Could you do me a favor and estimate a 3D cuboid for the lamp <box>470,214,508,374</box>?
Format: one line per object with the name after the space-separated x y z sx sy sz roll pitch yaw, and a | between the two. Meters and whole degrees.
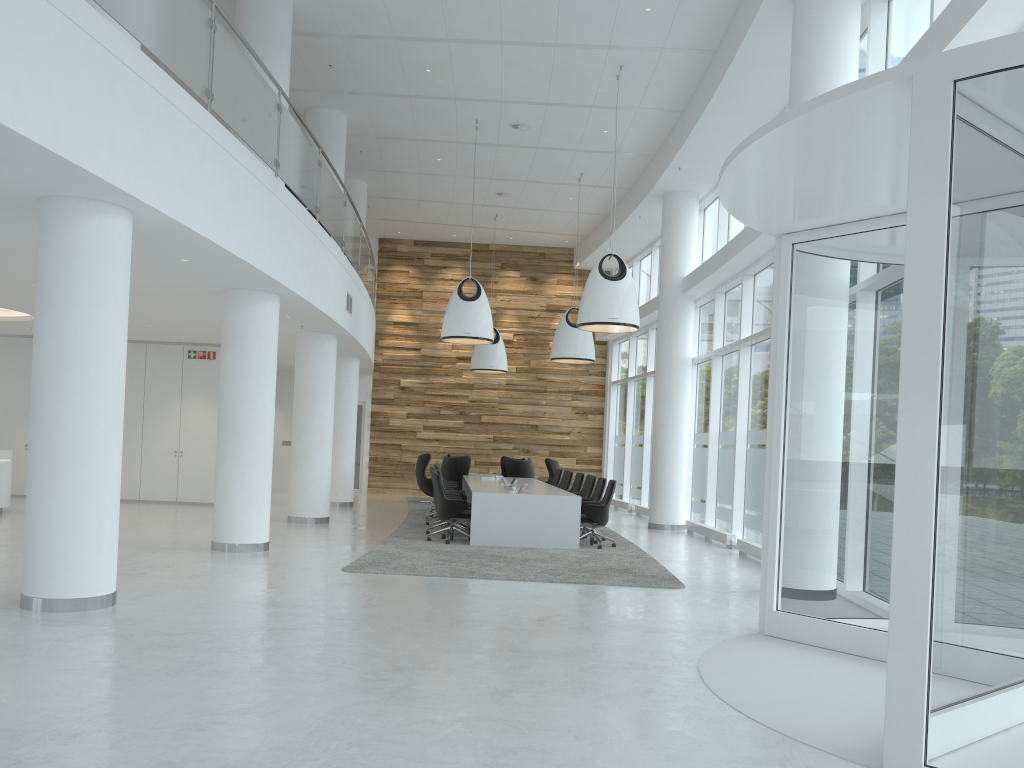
-0.457 -2.095 20.505 0.883 3.645 0.885 2 0 34 | lamp

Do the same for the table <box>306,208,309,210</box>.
-3.186 -2.230 12.621 0.800 0.754 0.800 3 -2 -14 | table

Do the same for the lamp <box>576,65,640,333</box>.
1.422 -2.589 12.391 0.883 3.645 0.885 2 0 42 | lamp

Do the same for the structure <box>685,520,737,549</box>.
3.239 2.456 14.555 0.150 0.213 2.694 3 -4 -2 | structure

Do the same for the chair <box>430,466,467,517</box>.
-1.167 2.008 16.429 0.674 0.966 0.686 3 -1 -4 | chair

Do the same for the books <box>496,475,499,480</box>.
-0.263 1.935 17.677 0.139 0.223 0.162 3 -1 -4 | books

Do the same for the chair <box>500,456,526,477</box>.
-0.087 2.329 21.564 0.913 1.152 0.919 2 -2 16 | chair

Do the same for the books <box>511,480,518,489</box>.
0.003 1.787 15.595 0.158 0.241 0.353 3 -3 -4 | books

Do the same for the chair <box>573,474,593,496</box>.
1.047 2.011 15.088 0.674 0.966 0.686 3 -1 1 | chair

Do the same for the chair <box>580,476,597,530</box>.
1.042 1.957 14.324 0.674 0.966 0.686 3 -1 -4 | chair

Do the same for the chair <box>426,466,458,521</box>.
-1.172 1.954 15.665 0.674 0.966 0.686 3 -1 1 | chair

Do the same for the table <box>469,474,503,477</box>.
-0.613 2.454 20.498 0.798 0.696 0.801 2 -3 20 | table

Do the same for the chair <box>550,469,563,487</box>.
0.714 2.224 18.283 0.674 0.966 0.686 3 -1 -9 | chair

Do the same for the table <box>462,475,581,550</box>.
-0.054 2.101 15.381 1.500 0.738 6.567 3 -4 -4 | table

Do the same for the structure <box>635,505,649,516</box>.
2.951 2.722 18.474 0.150 0.213 2.693 3 -4 -5 | structure

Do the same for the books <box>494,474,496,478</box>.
-0.294 1.950 18.014 0.153 0.241 0.183 3 -2 -4 | books

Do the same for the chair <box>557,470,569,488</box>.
0.813 2.166 17.412 0.674 0.966 0.686 3 -1 -4 | chair

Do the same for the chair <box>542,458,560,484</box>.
0.648 2.295 20.628 0.918 1.152 0.914 3 -2 -14 | chair

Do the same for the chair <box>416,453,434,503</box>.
-1.762 2.174 20.421 0.918 1.152 0.914 3 -2 -14 | chair

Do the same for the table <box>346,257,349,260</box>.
-3.420 -1.974 16.374 0.798 0.754 0.801 1 -3 35 | table

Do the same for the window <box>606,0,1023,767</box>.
-17.239 -1.141 18.604 62.849 6.136 30.902 0 -5 36 | window

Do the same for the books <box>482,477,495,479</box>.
-0.469 1.842 17.389 0.224 0.026 0.264 2 -4 5 | books

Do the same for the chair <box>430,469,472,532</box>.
-0.955 1.856 14.156 0.674 0.966 0.686 3 -1 -4 | chair

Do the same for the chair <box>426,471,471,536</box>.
-0.938 1.799 13.341 0.674 0.966 0.686 3 -1 -4 | chair

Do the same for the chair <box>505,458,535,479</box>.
0.060 2.192 19.538 0.916 1.152 0.916 4 -2 -44 | chair

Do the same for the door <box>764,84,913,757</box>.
3.386 0.344 5.335 2.995 3.108 3.002 2 -2 5 | door

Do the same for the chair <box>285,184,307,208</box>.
-3.185 -2.492 11.792 0.914 1.152 0.918 3 -2 -13 | chair

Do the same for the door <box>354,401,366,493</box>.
-4.793 1.625 23.328 1.805 2.400 0.132 3 0 -2 | door

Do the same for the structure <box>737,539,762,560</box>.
3.294 2.233 11.379 0.150 0.213 2.694 3 -4 0 | structure

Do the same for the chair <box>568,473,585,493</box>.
0.968 2.064 15.869 0.674 0.966 0.686 3 -1 -9 | chair

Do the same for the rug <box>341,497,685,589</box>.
-0.249 2.486 15.707 3.939 0.010 13.470 3 -4 -4 | rug

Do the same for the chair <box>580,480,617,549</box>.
1.172 1.847 12.696 0.674 0.966 0.686 3 -1 1 | chair

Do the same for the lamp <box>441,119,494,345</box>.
-0.658 -2.521 14.649 0.883 3.645 0.885 2 0 41 | lamp

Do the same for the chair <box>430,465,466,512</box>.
-1.238 2.063 17.245 0.674 0.966 0.686 3 -1 -4 | chair

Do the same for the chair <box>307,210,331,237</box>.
-3.203 -2.372 13.501 0.914 1.152 0.918 3 -2 -11 | chair

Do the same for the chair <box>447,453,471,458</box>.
-1.248 2.271 21.474 0.916 1.152 0.916 4 -2 -44 | chair

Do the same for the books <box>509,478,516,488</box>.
-0.011 1.767 15.574 0.139 0.229 0.357 3 -3 -4 | books

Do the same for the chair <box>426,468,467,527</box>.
-1.093 1.902 14.884 0.674 0.966 0.686 3 -1 -9 | chair

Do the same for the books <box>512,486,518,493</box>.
0.070 1.633 13.154 0.143 0.226 0.204 3 -2 -5 | books

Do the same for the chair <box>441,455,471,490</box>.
-1.121 2.135 19.477 0.913 1.152 0.919 2 -2 16 | chair

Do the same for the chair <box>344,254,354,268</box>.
-3.482 -2.117 17.253 0.914 1.152 0.918 3 -2 -14 | chair

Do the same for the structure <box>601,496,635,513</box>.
2.559 2.927 21.611 0.150 0.213 2.693 3 -4 -8 | structure

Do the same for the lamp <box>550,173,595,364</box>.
1.254 -2.253 17.218 0.883 3.645 0.885 2 0 39 | lamp

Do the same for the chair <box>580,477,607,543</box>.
1.113 1.902 13.508 0.674 0.966 0.686 3 -1 -4 | chair

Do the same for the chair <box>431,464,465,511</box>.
-1.296 2.118 18.057 0.674 0.966 0.686 3 -1 1 | chair

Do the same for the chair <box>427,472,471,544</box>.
-0.839 1.742 12.470 0.674 0.966 0.686 3 -1 -9 | chair

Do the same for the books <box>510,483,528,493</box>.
0.096 1.659 13.652 0.230 0.275 0.598 2 -3 16 | books

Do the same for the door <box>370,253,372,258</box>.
-4.618 -2.332 23.335 1.805 2.400 0.132 3 0 -2 | door

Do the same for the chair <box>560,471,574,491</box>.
0.830 2.109 16.597 0.674 0.966 0.686 3 -1 -4 | chair

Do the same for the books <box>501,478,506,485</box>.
-0.134 1.807 15.922 0.153 0.238 0.191 3 -2 -4 | books
